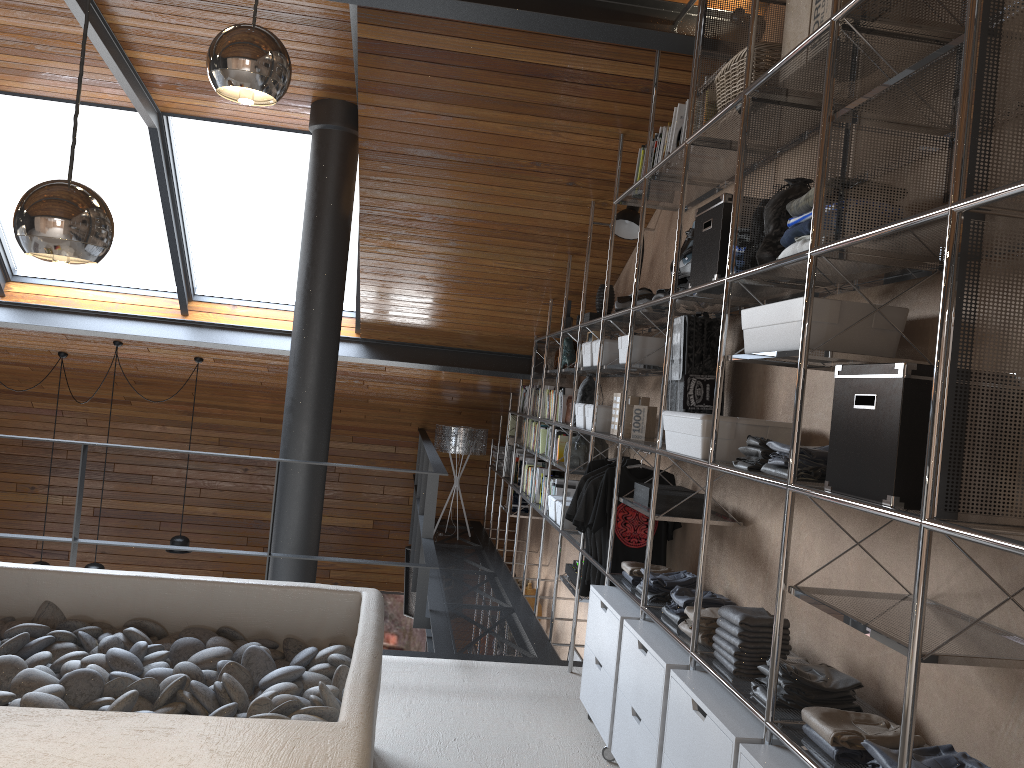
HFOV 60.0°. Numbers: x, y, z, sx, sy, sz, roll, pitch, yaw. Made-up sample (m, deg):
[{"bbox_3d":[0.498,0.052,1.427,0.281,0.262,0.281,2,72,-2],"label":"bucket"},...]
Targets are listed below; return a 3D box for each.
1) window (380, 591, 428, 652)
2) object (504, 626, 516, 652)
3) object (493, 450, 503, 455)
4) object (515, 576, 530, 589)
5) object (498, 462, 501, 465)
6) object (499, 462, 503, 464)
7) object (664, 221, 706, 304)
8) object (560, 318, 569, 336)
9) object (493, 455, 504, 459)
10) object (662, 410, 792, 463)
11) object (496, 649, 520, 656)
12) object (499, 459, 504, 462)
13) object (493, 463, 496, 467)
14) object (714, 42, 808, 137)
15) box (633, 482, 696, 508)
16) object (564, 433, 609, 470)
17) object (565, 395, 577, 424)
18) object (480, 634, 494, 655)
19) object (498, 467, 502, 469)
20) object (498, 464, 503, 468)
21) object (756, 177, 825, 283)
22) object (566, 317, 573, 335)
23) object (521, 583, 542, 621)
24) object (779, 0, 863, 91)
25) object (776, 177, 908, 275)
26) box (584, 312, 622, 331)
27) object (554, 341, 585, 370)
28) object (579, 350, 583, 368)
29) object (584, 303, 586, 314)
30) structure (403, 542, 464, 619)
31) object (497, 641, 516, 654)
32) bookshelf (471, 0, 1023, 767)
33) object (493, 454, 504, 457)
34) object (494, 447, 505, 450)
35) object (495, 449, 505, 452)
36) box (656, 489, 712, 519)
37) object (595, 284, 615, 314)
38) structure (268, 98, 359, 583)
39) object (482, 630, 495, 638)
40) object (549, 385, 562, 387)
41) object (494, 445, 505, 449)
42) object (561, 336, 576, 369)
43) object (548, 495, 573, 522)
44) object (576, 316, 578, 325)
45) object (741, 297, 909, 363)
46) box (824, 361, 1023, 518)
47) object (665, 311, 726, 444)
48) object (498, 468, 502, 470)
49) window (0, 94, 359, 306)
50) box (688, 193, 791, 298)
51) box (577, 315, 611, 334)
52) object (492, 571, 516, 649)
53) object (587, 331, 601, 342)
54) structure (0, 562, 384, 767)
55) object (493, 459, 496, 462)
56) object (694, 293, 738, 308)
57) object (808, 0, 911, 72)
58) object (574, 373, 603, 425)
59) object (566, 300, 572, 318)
[{"bbox_3d":[-3.681,2.591,9.183,5.936,1.522,0.101,6,-1,-7],"label":"window"},{"bbox_3d":[0.030,1.897,6.741,0.208,0.280,0.131,6,-1,-25],"label":"object"},{"bbox_3d":[-0.057,0.685,8.746,0.252,0.028,0.180,6,-1,-7],"label":"object"},{"bbox_3d":[0.047,1.820,7.459,0.207,0.442,0.328,6,-1,-14],"label":"object"},{"bbox_3d":[-0.028,0.768,8.498,0.201,0.013,0.161,6,-1,-7],"label":"object"},{"bbox_3d":[-0.007,0.756,8.485,0.228,0.016,0.182,6,-1,-7],"label":"object"},{"bbox_3d":[0.741,-0.489,3.538,0.174,0.342,0.416,6,-1,-3],"label":"object"},{"bbox_3d":[0.360,-0.387,6.004,0.029,0.117,0.086,6,-1,-21],"label":"object"},{"bbox_3d":[-0.057,0.724,8.745,0.246,0.016,0.182,6,-1,-7],"label":"object"},{"bbox_3d":[0.732,0.183,3.032,0.343,0.147,0.445,6,-1,-7],"label":"object"},{"bbox_3d":[-0.083,2.383,7.439,0.219,0.441,0.462,6,-1,-7],"label":"object"},{"bbox_3d":[-0.032,0.739,8.506,0.203,0.013,0.161,6,-1,-7],"label":"object"},{"bbox_3d":[-0.065,0.811,8.760,0.234,0.025,0.176,6,-1,-7],"label":"object"},{"bbox_3d":[0.852,-0.992,3.032,0.262,0.198,0.417,6,-1,-7],"label":"object"},{"bbox_3d":[0.635,0.467,3.681,0.208,0.079,0.207,6,-1,-9],"label":"box"},{"bbox_3d":[0.445,0.381,5.269,0.166,0.240,0.390,5,-1,25],"label":"object"},{"bbox_3d":[0.422,0.152,5.432,0.082,0.202,0.227,5,-1,44],"label":"object"},{"bbox_3d":[-0.186,2.496,8.459,0.278,0.222,0.138,6,-1,3],"label":"object"},{"bbox_3d":[-0.017,0.807,8.509,0.226,0.012,0.159,6,-1,-7],"label":"object"},{"bbox_3d":[-0.017,0.788,8.499,0.262,0.025,0.176,6,-1,-7],"label":"object"},{"bbox_3d":[0.861,-0.472,2.697,0.212,0.319,0.157,5,-1,20],"label":"object"},{"bbox_3d":[0.381,-0.386,5.909,0.029,0.117,0.086,5,-1,13],"label":"object"},{"bbox_3d":[0.142,1.817,7.018,0.215,0.458,0.328,6,-1,-2],"label":"object"},{"bbox_3d":[0.930,-1.084,2.604,0.192,0.382,0.181,6,-1,-7],"label":"object"},{"bbox_3d":[0.895,-0.429,2.395,0.250,0.229,0.306,6,-1,-5],"label":"object"},{"bbox_3d":[0.522,-0.361,5.170,0.208,0.079,0.207,6,-1,-10],"label":"box"},{"bbox_3d":[0.408,-0.191,5.899,0.278,0.222,0.138,5,-1,39],"label":"object"},{"bbox_3d":[0.406,-0.147,5.160,0.037,0.114,0.037,6,-1,-21],"label":"object"},{"bbox_3d":[0.460,-0.498,5.718,0.029,0.114,0.084,6,-1,5],"label":"object"},{"bbox_3d":[-0.749,1.949,8.703,0.462,0.735,0.488,5,-1,43],"label":"structure"},{"bbox_3d":[-0.047,2.188,7.924,0.305,0.840,0.237,6,-1,-5],"label":"object"},{"bbox_3d":[0.617,1.079,3.580,0.421,6.219,10.738,6,-1,-7],"label":"bookshelf"},{"bbox_3d":[-0.055,0.708,8.746,0.246,0.016,0.182,6,-1,-7],"label":"object"},{"bbox_3d":[-0.051,0.643,8.763,0.246,0.016,0.182,6,-1,-7],"label":"object"},{"bbox_3d":[-0.045,0.663,8.764,0.233,0.021,0.174,6,-1,-7],"label":"object"},{"bbox_3d":[0.655,0.467,3.447,0.208,0.079,0.207,6,-1,5],"label":"box"},{"bbox_3d":[0.543,-0.488,5.167,0.115,0.177,0.115,5,-1,18],"label":"object"},{"bbox_3d":[-1.273,1.169,4.996,1.197,5.700,1.689,6,-1,-7],"label":"structure"},{"bbox_3d":[-0.221,2.495,8.707,0.233,0.209,0.107,6,-1,-20],"label":"object"},{"bbox_3d":[0.286,0.131,6.546,0.146,0.240,0.023,6,-1,-7],"label":"object"},{"bbox_3d":[-0.051,0.628,8.774,0.246,0.016,0.182,6,-1,-7],"label":"object"},{"bbox_3d":[0.407,-0.190,5.696,0.197,0.220,0.102,6,-1,-23],"label":"object"},{"bbox_3d":[0.374,0.762,5.378,0.295,0.136,0.228,6,-1,-7],"label":"object"},{"bbox_3d":[0.445,-0.383,5.766,0.029,0.117,0.086,6,-1,-17],"label":"object"},{"bbox_3d":[0.847,-0.141,2.466,0.289,0.135,0.437,6,-1,-7],"label":"object"},{"bbox_3d":[0.878,0.114,1.914,0.266,0.295,0.289,6,-1,-7],"label":"box"},{"bbox_3d":[0.733,-0.017,3.554,0.188,0.559,0.337,6,-1,-3],"label":"object"},{"bbox_3d":[-0.033,0.819,8.503,0.201,0.012,0.161,6,-1,-7],"label":"object"},{"bbox_3d":[-2.978,-1.304,6.103,3.818,1.031,1.213,6,-1,-7],"label":"window"},{"bbox_3d":[0.792,-0.466,3.052,0.266,0.295,0.289,6,-1,-7],"label":"box"},{"bbox_3d":[0.502,-0.361,5.387,0.208,0.079,0.207,6,-1,6],"label":"box"},{"bbox_3d":[-0.100,2.164,8.187,0.244,0.879,0.244,5,-1,21],"label":"object"},{"bbox_3d":[0.473,-0.192,5.127,0.062,0.219,0.157,6,-1,-7],"label":"object"},{"bbox_3d":[-2.578,0.560,1.733,4.614,1.120,2.634,6,-1,-7],"label":"structure"},{"bbox_3d":[-0.062,0.768,8.761,0.243,0.012,0.159,6,-1,-7],"label":"object"},{"bbox_3d":[0.879,-0.481,3.574,0.174,0.342,0.415,6,-1,-2],"label":"object"},{"bbox_3d":[0.953,-1.083,2.415,0.192,0.382,0.181,6,-1,-7],"label":"object"},{"bbox_3d":[0.438,0.104,5.201,0.157,0.339,0.229,5,-1,20],"label":"object"},{"bbox_3d":[0.378,-0.502,5.957,0.029,0.114,0.084,6,-1,0],"label":"object"}]
